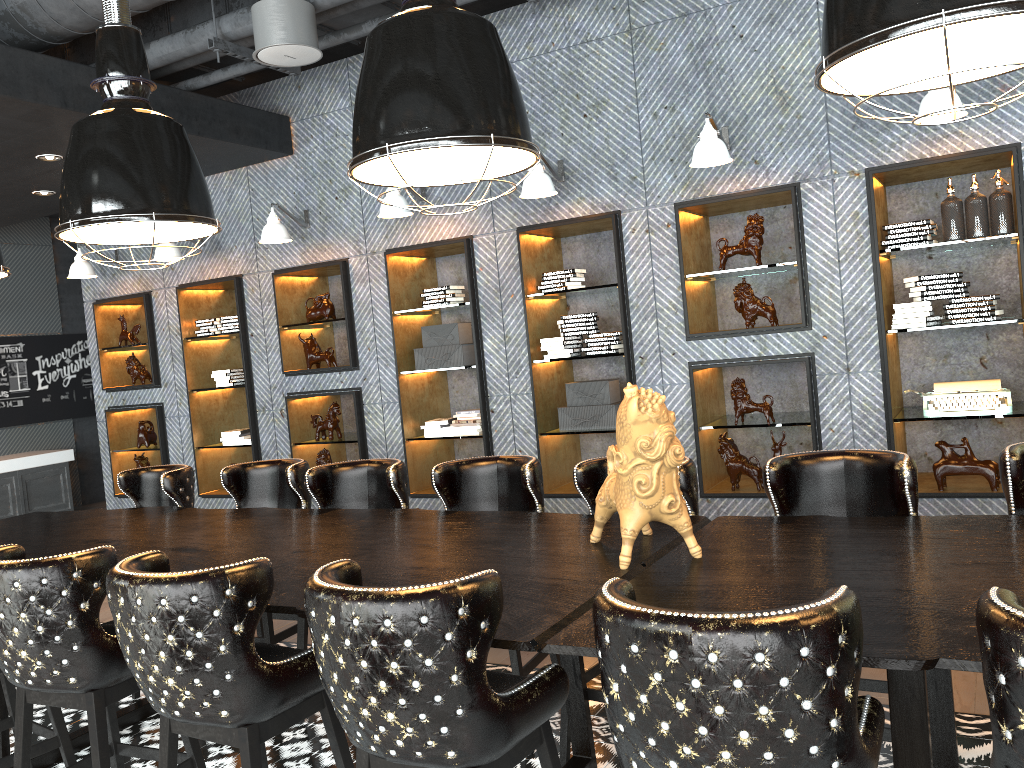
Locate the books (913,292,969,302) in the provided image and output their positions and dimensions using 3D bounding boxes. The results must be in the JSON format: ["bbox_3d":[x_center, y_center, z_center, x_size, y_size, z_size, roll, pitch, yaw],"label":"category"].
[{"bbox_3d":[2.387,-0.483,4.942,0.245,0.028,0.194,-5,3,12],"label":"books"}]

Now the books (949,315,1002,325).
[{"bbox_3d":[2.536,-0.352,4.850,0.245,0.028,0.194,-4,3,30],"label":"books"}]

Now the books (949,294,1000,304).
[{"bbox_3d":[2.534,-0.466,4.863,0.245,0.028,0.194,-4,3,28],"label":"books"}]

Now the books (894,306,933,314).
[{"bbox_3d":[2.247,-0.415,4.971,0.193,0.028,0.246,-4,3,24],"label":"books"}]

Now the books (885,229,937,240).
[{"bbox_3d":[2.238,-0.833,4.970,0.245,0.028,0.194,-4,3,31],"label":"books"}]

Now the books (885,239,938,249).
[{"bbox_3d":[2.247,-0.777,4.982,0.245,0.028,0.194,-4,3,34],"label":"books"}]

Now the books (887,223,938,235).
[{"bbox_3d":[2.249,-0.862,4.973,0.245,0.028,0.194,-4,3,29],"label":"books"}]

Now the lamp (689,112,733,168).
[{"bbox_3d":[1.187,-1.391,5.045,0.243,0.287,0.490,-3,3,45],"label":"lamp"}]

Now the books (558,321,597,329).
[{"bbox_3d":[0.442,-0.400,6.001,0.245,0.028,0.193,-6,3,-1],"label":"books"}]

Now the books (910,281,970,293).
[{"bbox_3d":[2.374,-0.538,4.927,0.245,0.028,0.193,-6,3,-1],"label":"books"}]

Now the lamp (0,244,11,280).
[{"bbox_3d":[-2.860,-1.520,4.229,0.621,2.302,0.621,-6,2,-16],"label":"lamp"}]

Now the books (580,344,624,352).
[{"bbox_3d":[0.607,-0.242,5.896,0.245,0.028,0.194,-3,3,40],"label":"books"}]

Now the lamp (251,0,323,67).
[{"bbox_3d":[-1.294,-2.333,4.907,0.380,1.045,0.381,-7,3,-34],"label":"lamp"}]

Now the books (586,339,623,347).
[{"bbox_3d":[0.644,-0.276,5.941,0.245,0.028,0.194,-4,3,25],"label":"books"}]

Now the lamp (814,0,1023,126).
[{"bbox_3d":[0.960,-1.793,2.107,0.621,2.302,0.621,-6,2,-16],"label":"lamp"}]

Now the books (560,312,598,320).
[{"bbox_3d":[0.452,-0.457,5.989,0.245,0.028,0.193,-5,3,4],"label":"books"}]

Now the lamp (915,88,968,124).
[{"bbox_3d":[2.200,-1.473,4.481,0.243,0.287,0.490,-3,3,45],"label":"lamp"}]

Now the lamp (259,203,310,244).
[{"bbox_3d":[-1.672,-1.207,6.631,0.243,0.287,0.490,-3,3,45],"label":"lamp"}]

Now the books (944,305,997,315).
[{"bbox_3d":[2.518,-0.408,4.866,0.245,0.028,0.194,-4,3,31],"label":"books"}]

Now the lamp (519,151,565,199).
[{"bbox_3d":[0.237,-1.325,5.572,0.243,0.287,0.490,-3,3,45],"label":"lamp"}]

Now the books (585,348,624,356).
[{"bbox_3d":[0.642,-0.217,5.913,0.245,0.028,0.194,-4,3,33],"label":"books"}]

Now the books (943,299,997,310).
[{"bbox_3d":[2.519,-0.437,4.874,0.245,0.028,0.194,-4,3,35],"label":"books"}]

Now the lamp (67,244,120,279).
[{"bbox_3d":[-3.624,-1.074,7.715,0.243,0.287,0.490,-3,3,45],"label":"lamp"}]

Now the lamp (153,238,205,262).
[{"bbox_3d":[-2.680,-1.153,7.190,0.243,0.287,0.490,-3,3,45],"label":"lamp"}]

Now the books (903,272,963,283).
[{"bbox_3d":[2.341,-0.592,4.939,0.245,0.028,0.193,-6,3,0],"label":"books"}]

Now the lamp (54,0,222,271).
[{"bbox_3d":[-1.586,-1.611,3.522,0.621,2.302,0.621,-6,2,-16],"label":"lamp"}]

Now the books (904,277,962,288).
[{"bbox_3d":[2.342,-0.564,4.935,0.245,0.028,0.194,-5,3,9],"label":"books"}]

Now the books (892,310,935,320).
[{"bbox_3d":[2.254,-0.388,4.980,0.193,0.028,0.246,-4,3,31],"label":"books"}]

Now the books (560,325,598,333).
[{"bbox_3d":[0.448,-0.370,5.963,0.245,0.028,0.193,-5,3,1],"label":"books"}]

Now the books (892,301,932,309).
[{"bbox_3d":[2.243,-0.443,4.969,0.193,0.028,0.246,-4,3,27],"label":"books"}]

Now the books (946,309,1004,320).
[{"bbox_3d":[2.532,-0.380,4.850,0.245,0.028,0.194,-3,3,42],"label":"books"}]

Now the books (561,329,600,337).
[{"bbox_3d":[0.456,-0.343,5.970,0.245,0.028,0.193,-6,3,-2],"label":"books"}]

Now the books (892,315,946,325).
[{"bbox_3d":[2.266,-0.359,4.937,0.246,0.028,0.193,-8,3,-40],"label":"books"}]

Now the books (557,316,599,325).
[{"bbox_3d":[0.443,-0.427,5.981,0.245,0.028,0.193,-6,3,-10],"label":"books"}]

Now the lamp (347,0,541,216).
[{"bbox_3d":[-0.313,-1.702,2.814,0.621,2.302,0.621,-6,2,-16],"label":"lamp"}]

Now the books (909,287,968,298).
[{"bbox_3d":[2.348,-0.506,4.895,0.245,0.028,0.193,-5,3,5],"label":"books"}]

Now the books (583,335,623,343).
[{"bbox_3d":[0.615,-0.301,5.932,0.245,0.028,0.194,-5,3,19],"label":"books"}]

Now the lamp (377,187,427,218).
[{"bbox_3d":[-0.718,-1.300,6.099,0.243,0.287,0.490,-3,3,45],"label":"lamp"}]

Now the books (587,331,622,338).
[{"bbox_3d":[0.651,-0.332,5.921,0.245,0.028,0.194,-4,3,24],"label":"books"}]

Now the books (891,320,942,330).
[{"bbox_3d":[2.276,-0.334,4.992,0.193,0.028,0.246,-3,4,44],"label":"books"}]

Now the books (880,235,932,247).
[{"bbox_3d":[2.215,-0.803,4.986,0.245,0.028,0.194,-4,3,33],"label":"books"}]

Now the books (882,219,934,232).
[{"bbox_3d":[2.228,-0.889,4.983,0.245,0.028,0.194,-4,3,32],"label":"books"}]
